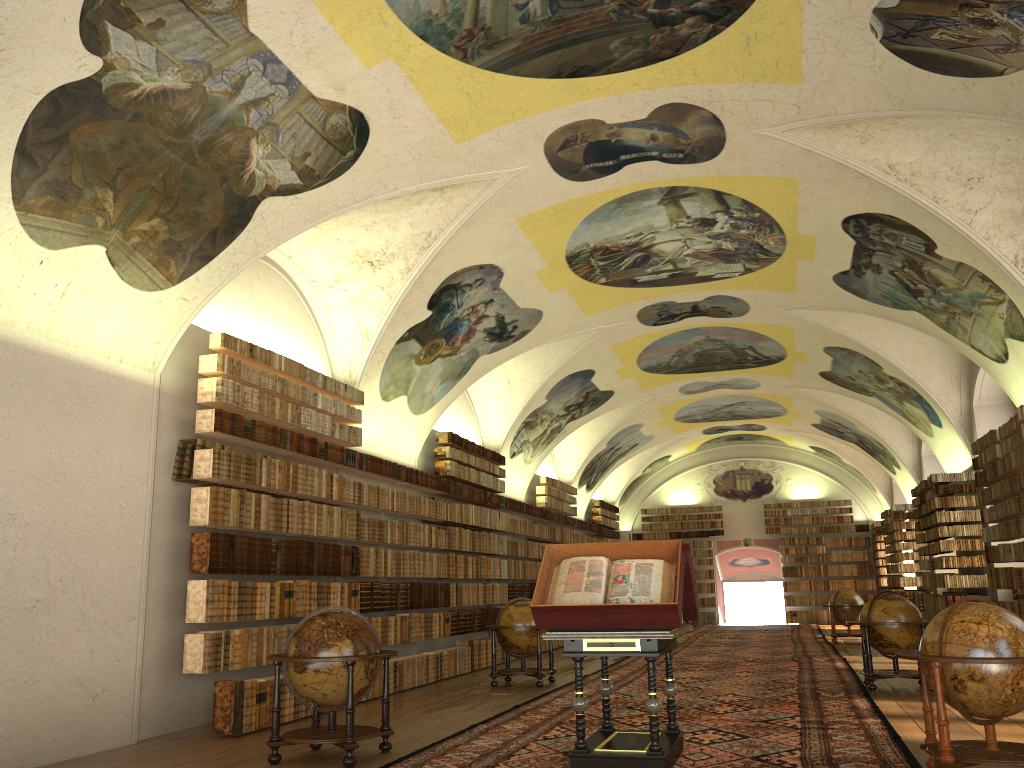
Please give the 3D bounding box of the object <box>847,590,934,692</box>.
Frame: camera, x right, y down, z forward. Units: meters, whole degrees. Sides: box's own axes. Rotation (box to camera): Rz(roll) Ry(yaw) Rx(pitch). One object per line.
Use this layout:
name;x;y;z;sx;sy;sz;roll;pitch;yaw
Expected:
object;5.770;3.861;13.430;1.279;1.443;1.283;3;-13;-20

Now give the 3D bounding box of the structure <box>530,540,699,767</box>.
structure;1.035;2.476;8.189;1.246;1.973;1.898;-5;-13;16

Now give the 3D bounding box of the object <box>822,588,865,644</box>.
object;8.964;6.174;23.671;1.280;1.443;1.283;6;-14;-30

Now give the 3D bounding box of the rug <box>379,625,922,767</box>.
rug;4.115;5.490;17.304;4.706;0.064;37.043;-5;-14;16

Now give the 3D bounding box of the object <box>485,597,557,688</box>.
object;0.183;4.365;15.074;1.281;1.443;1.282;8;-15;-35

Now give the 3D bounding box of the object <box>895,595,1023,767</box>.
object;3.811;2.444;7.150;1.281;1.443;1.282;8;-15;-35

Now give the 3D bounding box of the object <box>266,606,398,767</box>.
object;-1.774;2.947;8.794;1.279;1.443;1.283;3;-13;-20
